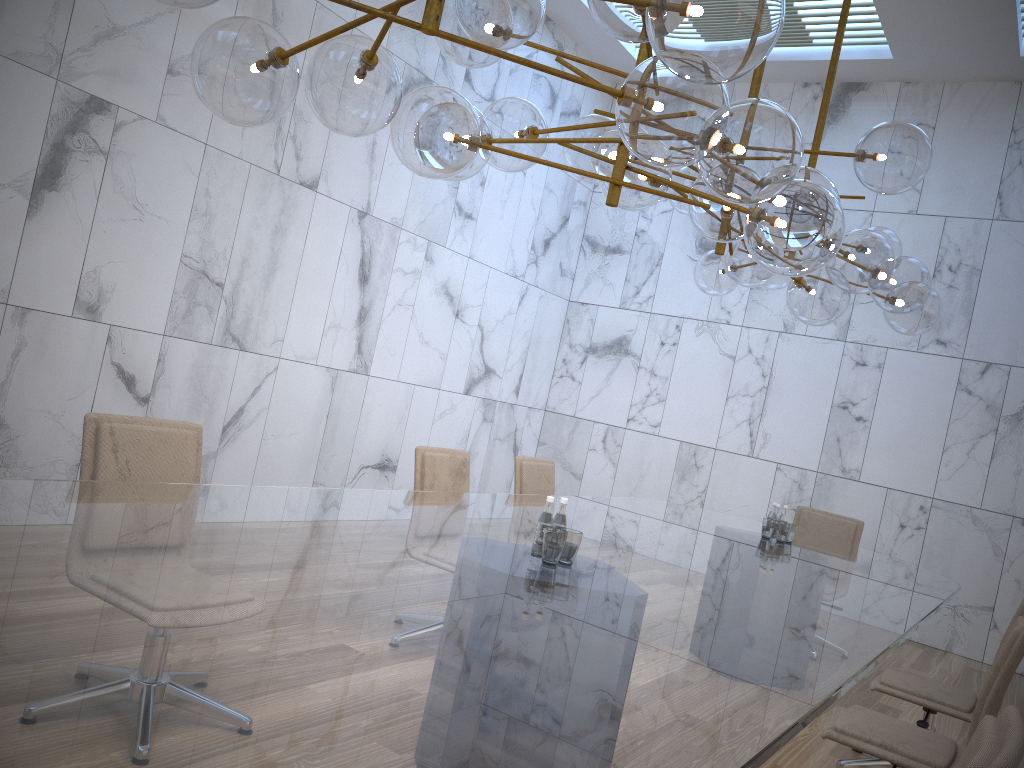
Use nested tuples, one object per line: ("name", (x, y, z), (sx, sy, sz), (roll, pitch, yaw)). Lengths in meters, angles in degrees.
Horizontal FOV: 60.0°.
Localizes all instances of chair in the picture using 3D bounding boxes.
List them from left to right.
("chair", (-1.201, 0.662, 3.074), (0.697, 1.000, 0.726), (12, -1, 32))
("chair", (-0.245, 0.885, 4.638), (0.697, 1.000, 0.726), (12, -1, 32))
("chair", (0.273, 1.006, 5.485), (0.697, 1.000, 0.726), (12, -1, 32))
("chair", (0.500, 1.021, 1.637), (0.697, 1.000, 0.726), (12, -1, 32))
("chair", (2.159, 1.428, 6.469), (0.726, 1.000, 0.697), (12, -1, 33))
("chair", (1.458, 1.245, 3.204), (0.697, 1.000, 0.726), (12, -1, 32))
("chair", (1.973, 1.365, 4.045), (0.697, 1.000, 0.726), (12, -1, 32))

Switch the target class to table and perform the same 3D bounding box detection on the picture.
("table", (0.043, 1.012, 3.033), (2.092, 0.835, 7.924), (12, -1, 32))

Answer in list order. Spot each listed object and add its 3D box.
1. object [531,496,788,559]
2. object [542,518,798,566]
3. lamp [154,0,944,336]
("object", (0.309, 0.536, 3.318), (0.124, 0.213, 5.189), (12, -1, 32))
("object", (0.332, 0.591, 3.280), (0.183, 0.117, 5.112), (12, -1, 32))
("lamp", (0.580, -1.750, 2.958), (1.557, 2.716, 5.672), (12, -1, 32))
